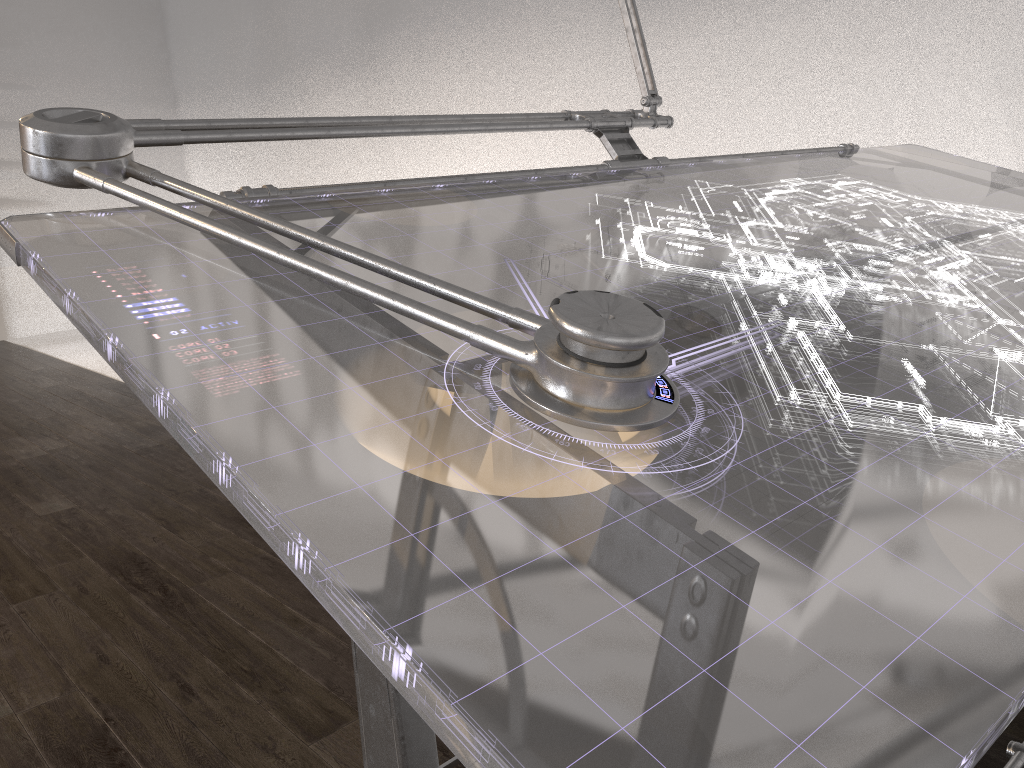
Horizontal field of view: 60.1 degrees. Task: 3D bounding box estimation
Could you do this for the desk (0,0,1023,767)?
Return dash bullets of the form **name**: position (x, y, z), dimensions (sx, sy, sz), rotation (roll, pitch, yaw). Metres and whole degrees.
- **desk**: position (0.481, -0.129, 1.355), dimensions (2.082, 1.373, 1.080), rotation (-15, 16, -40)
